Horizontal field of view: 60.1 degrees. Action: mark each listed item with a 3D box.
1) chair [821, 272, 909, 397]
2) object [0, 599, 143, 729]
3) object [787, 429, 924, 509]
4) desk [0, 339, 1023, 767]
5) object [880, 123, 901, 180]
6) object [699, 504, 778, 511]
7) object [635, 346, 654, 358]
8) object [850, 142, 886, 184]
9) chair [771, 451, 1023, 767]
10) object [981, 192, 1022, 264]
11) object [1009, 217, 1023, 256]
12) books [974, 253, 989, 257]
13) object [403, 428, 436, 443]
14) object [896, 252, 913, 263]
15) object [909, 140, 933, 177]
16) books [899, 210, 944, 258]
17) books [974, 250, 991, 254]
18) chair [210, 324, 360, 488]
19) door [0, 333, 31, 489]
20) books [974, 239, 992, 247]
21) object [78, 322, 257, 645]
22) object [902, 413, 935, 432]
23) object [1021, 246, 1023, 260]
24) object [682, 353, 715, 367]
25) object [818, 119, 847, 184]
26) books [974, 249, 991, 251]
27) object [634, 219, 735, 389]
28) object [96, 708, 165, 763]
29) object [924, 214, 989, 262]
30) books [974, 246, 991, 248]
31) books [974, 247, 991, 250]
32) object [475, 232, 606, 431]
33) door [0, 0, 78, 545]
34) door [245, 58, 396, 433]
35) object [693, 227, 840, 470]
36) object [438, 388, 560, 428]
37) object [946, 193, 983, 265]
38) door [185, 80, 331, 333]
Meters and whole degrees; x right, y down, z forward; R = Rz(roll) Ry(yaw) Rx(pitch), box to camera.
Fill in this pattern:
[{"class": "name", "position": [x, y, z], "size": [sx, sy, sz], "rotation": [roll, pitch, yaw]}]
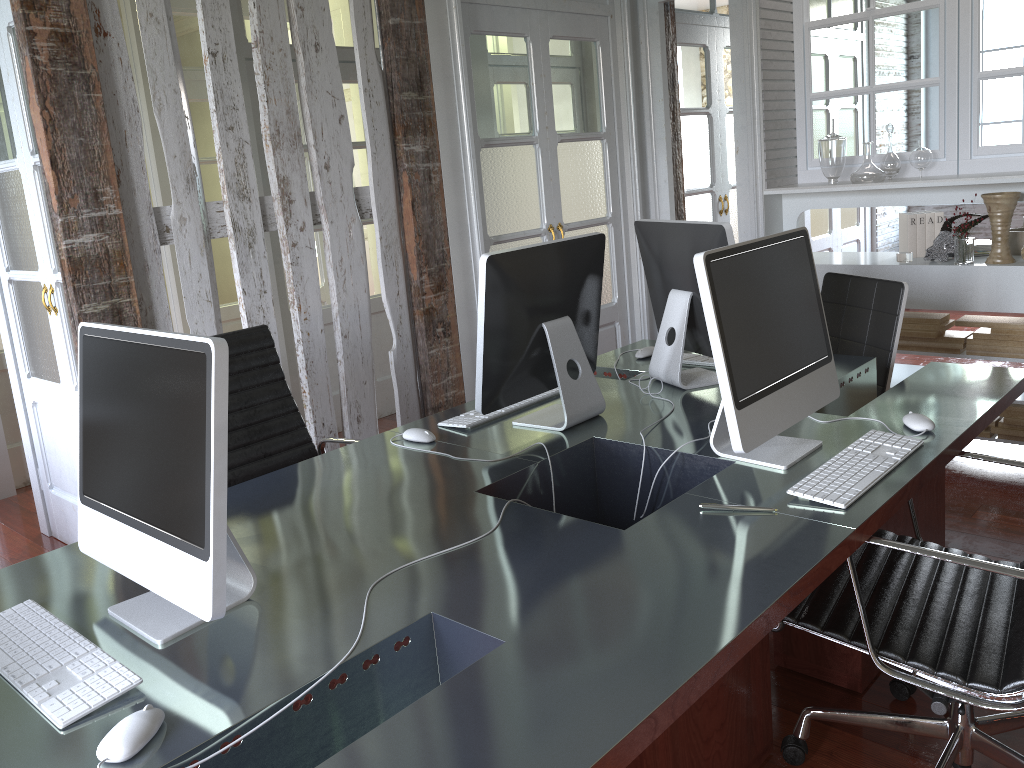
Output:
[{"class": "chair", "position": [1.039, 0.104, 3.176], "size": [0.603, 0.910, 0.479], "rotation": [-9, 12, -16]}, {"class": "object", "position": [-0.728, 0.422, 1.377], "size": [0.440, 0.017, 0.119], "rotation": [8, 19, 42]}, {"class": "object", "position": [0.727, 0.170, 1.851], "size": [0.119, 0.017, 0.442], "rotation": [7, 19, 42]}, {"class": "desk", "position": [0.167, 0.546, 2.084], "size": [1.304, 0.720, 2.528], "rotation": [7, 18, 42]}, {"class": "object", "position": [1.675, -1.015, 3.920], "size": [0.088, 0.268, 0.089], "rotation": [3, 14, 38]}, {"class": "object", "position": [0.435, 0.238, 1.701], "size": [0.149, 0.011, 0.011], "rotation": [0, 13, 19]}, {"class": "object", "position": [0.465, -0.112, 3.062], "size": [0.059, 0.028, 0.107], "rotation": [7, 18, 41]}, {"class": "object", "position": [1.558, -0.957, 3.878], "size": [0.148, 0.198, 0.149], "rotation": [0, 13, 26]}, {"class": "chair", "position": [0.904, 0.395, 1.831], "size": [0.700, 1.012, 0.671], "rotation": [4, 15, 38]}, {"class": "object", "position": [1.973, -0.629, 3.576], "size": [0.144, 0.276, 0.144], "rotation": [-13, 14, -32]}, {"class": "object", "position": [2.171, -0.624, 3.742], "size": [0.159, 0.151, 0.218], "rotation": [1, 14, 28]}, {"class": "books", "position": [2.046, -0.586, 3.927], "size": [0.180, 0.011, 0.249], "rotation": [-3, 14, 8]}, {"class": "object", "position": [-0.245, 0.134, 2.342], "size": [0.106, 0.028, 0.059], "rotation": [7, 18, 41]}, {"class": "object", "position": [1.688, -0.544, 3.807], "size": [0.066, 0.040, 0.066], "rotation": [-5, 13, 1]}, {"class": "object", "position": [1.793, -0.974, 3.882], "size": [0.094, 0.186, 0.095], "rotation": [-2, 12, 18]}, {"class": "books", "position": [1.843, -0.676, 3.988], "size": [0.150, 0.191, 0.145], "rotation": [-3, 12, 9]}, {"class": "books", "position": [2.045, -0.595, 3.925], "size": [0.180, 0.007, 0.249], "rotation": [-3, 14, 8]}, {"class": "chair", "position": [-0.637, 0.397, 2.396], "size": [0.700, 1.012, 0.671], "rotation": [4, 15, 37]}, {"class": "door", "position": [-3.070, -0.529, 4.652], "size": [1.187, 2.159, 0.487], "rotation": [-2, 12, 17]}, {"class": "books", "position": [2.045, -0.624, 3.932], "size": [0.168, 0.007, 0.192], "rotation": [-2, 14, 15]}, {"class": "object", "position": [-0.581, 0.146, 1.475], "size": [0.485, 0.480, 0.191], "rotation": [6, 16, 43]}, {"class": "object", "position": [0.952, 0.086, 2.079], "size": [0.059, 0.028, 0.107], "rotation": [-4, 14, 5]}, {"class": "object", "position": [2.073, -0.526, 3.516], "size": [0.091, 0.086, 0.094], "rotation": [-7, 13, -10]}, {"class": "object", "position": [0.701, -0.071, 2.836], "size": [0.440, 0.017, 0.119], "rotation": [8, 19, 42]}, {"class": "object", "position": [1.467, -1.052, 4.053], "size": [0.129, 0.312, 0.130], "rotation": [-10, 12, -21]}, {"class": "books", "position": [2.047, -0.604, 3.934], "size": [0.168, 0.007, 0.192], "rotation": [-3, 14, 8]}, {"class": "object", "position": [0.519, -0.246, 2.648], "size": [0.190, 0.480, 0.487], "rotation": [-10, 13, -21]}, {"class": "object", "position": [-0.493, 0.450, 1.150], "size": [0.059, 0.028, 0.107], "rotation": [-2, 14, 12]}, {"class": "object", "position": [1.916, -0.629, 3.801], "size": [0.384, 0.178, 0.159], "rotation": [-10, 13, -20]}, {"class": "books", "position": [2.046, -0.617, 3.932], "size": [0.168, 0.007, 0.192], "rotation": [-3, 14, 8]}, {"class": "books", "position": [2.046, -0.611, 3.933], "size": [0.168, 0.007, 0.192], "rotation": [-3, 14, 8]}, {"class": "object", "position": [0.106, -0.137, 2.359], "size": [0.190, 0.480, 0.488], "rotation": [5, 16, 42]}, {"class": "door", "position": [-1.741, -0.337, 3.373], "size": [1.060, 2.157, 0.041], "rotation": [6, 15, 43]}, {"class": "door", "position": [-0.964, -0.783, 5.092], "size": [0.041, 2.064, 1.085], "rotation": [5, 15, 42]}, {"class": "object", "position": [0.560, -0.084, 1.976], "size": [0.190, 0.480, 0.488], "rotation": [5, 16, 42]}, {"class": "object", "position": [-0.018, 0.062, 2.572], "size": [0.119, 0.017, 0.442], "rotation": [7, 19, 42]}, {"class": "object", "position": [1.857, -0.633, 3.615], "size": [0.128, 0.284, 0.130], "rotation": [-3, 12, 10]}, {"class": "door", "position": [-1.599, -0.865, 5.660], "size": [0.041, 2.064, 1.085], "rotation": [5, 15, 42]}]
